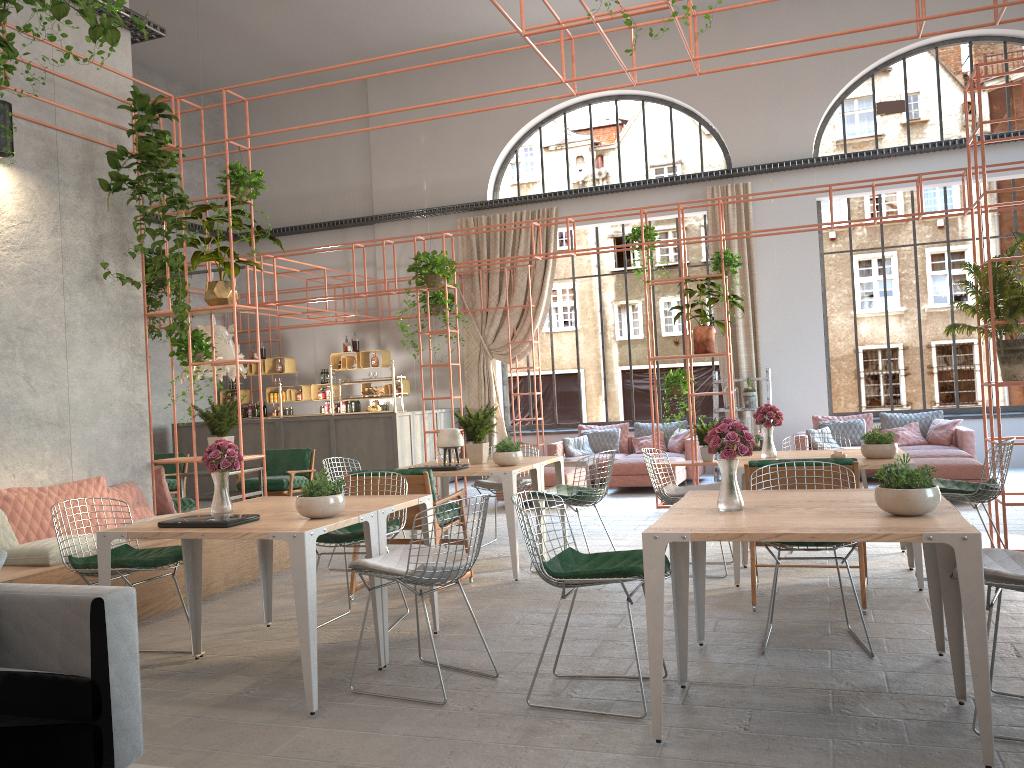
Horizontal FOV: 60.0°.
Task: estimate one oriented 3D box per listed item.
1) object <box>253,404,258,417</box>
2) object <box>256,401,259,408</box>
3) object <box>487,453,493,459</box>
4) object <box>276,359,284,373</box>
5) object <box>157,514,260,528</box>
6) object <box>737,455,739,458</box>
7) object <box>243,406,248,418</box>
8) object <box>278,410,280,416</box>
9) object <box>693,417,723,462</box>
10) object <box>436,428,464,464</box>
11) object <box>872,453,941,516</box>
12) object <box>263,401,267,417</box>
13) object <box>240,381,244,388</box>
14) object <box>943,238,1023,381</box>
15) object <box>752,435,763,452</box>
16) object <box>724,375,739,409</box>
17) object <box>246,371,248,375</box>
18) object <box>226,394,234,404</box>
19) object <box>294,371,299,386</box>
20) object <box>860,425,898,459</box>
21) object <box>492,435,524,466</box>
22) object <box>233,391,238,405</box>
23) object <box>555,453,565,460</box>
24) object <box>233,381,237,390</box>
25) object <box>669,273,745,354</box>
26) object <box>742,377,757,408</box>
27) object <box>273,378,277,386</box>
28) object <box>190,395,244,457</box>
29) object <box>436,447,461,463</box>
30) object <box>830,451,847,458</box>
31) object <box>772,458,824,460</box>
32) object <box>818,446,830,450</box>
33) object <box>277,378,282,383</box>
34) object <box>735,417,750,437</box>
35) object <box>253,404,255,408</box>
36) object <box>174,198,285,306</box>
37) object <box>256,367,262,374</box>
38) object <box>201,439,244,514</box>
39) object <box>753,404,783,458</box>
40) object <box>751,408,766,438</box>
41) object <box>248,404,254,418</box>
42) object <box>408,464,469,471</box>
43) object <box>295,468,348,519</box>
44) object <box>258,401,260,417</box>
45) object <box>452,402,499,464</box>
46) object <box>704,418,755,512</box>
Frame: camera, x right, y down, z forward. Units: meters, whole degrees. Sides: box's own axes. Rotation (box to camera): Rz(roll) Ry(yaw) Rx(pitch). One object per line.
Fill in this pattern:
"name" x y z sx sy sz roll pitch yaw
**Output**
"object" -4.899 0.635 16.082 0.711 0.529 0.084 -3 -1 22
"object" -4.593 0.457 16.053 0.074 0.287 0.072 -2 -1 -39
"object" -0.172 0.654 8.021 0.218 0.041 0.218 -3 -1 28
"object" -4.169 -0.319 15.912 0.137 0.261 0.137 -3 -1 -35
"object" -1.526 0.691 4.473 0.427 0.031 0.268 -3 -1 19
"object" 3.341 1.049 12.944 0.192 0.320 0.208 -3 -1 25
"object" -4.812 0.504 16.036 0.105 0.219 0.073 -3 -1 26
"object" -4.108 0.519 15.796 0.115 0.107 0.115 -3 -1 -14
"object" 2.285 0.642 10.308 0.368 0.527 0.438 -3 -1 19
"object" -0.539 0.547 7.744 0.241 0.313 0.241 -3 -1 -26
"object" 1.599 0.407 3.599 0.252 0.247 0.247 -3 -1 19
"object" -4.489 0.452 16.110 0.074 0.287 0.072 -2 -1 -39
"object" -4.969 0.026 16.250 0.115 0.147 0.115 -3 -1 -26
"object" 3.742 -0.575 6.605 0.894 1.100 0.900 -2 -1 -42
"object" 3.560 0.961 12.836 0.236 0.464 0.225 -3 -1 -2
"object" 3.273 0.116 13.248 0.216 0.500 0.216 -2 -1 -38
"object" -4.796 -0.227 16.142 0.097 0.148 0.097 -3 -1 -7
"object" -5.142 0.286 16.170 0.131 0.207 0.131 -3 -1 -26
"object" -3.854 -0.101 15.849 0.075 0.273 0.075 -3 -1 -14
"object" 2.590 0.412 6.262 0.252 0.247 0.247 -3 -1 19
"object" -0.038 0.538 7.169 0.254 0.247 0.248 -3 -1 19
"object" -5.000 0.252 16.106 0.094 0.248 0.072 -3 -1 19
"object" 0.651 1.062 12.534 0.156 0.145 0.199 -4 -1 34
"object" -5.013 0.026 16.126 0.115 0.147 0.115 -3 -1 -26
"object" 2.315 -0.828 10.363 0.923 0.946 0.924 -3 -1 -15
"object" 3.517 0.126 13.158 0.217 0.457 0.212 -4 -1 36
"object" -4.226 -0.025 15.849 0.083 0.159 0.083 -3 -1 29
"object" -2.434 0.351 7.415 0.368 0.527 0.438 -3 -1 19
"object" -0.566 0.621 7.896 0.210 0.154 0.165 -3 -1 9
"object" 2.380 0.510 6.462 0.115 0.073 0.115 -3 -1 14
"object" 2.040 0.549 6.228 0.427 0.031 0.268 -3 -1 19
"object" 3.980 0.871 11.360 0.156 0.145 0.199 -4 -1 34
"object" -4.140 -0.030 15.818 0.083 0.159 0.083 -3 -1 29
"object" 3.400 0.646 13.074 0.223 0.297 0.223 -4 -1 39
"object" -4.684 0.482 16.073 0.094 0.248 0.072 -3 -1 19
"object" -2.400 -1.119 7.503 0.934 0.947 0.903 -3 -1 -19
"object" -4.544 -0.239 15.978 0.141 0.142 0.123 -3 -1 19
"object" -1.598 0.508 4.900 0.225 0.414 0.213 -3 -1 12
"object" 1.957 0.355 6.755 0.225 0.414 0.213 -3 -1 12
"object" 3.609 0.567 12.966 0.216 0.430 0.219 -3 -1 13
"object" -4.709 0.483 16.006 0.094 0.248 0.072 -3 -1 19
"object" -0.589 0.674 7.136 0.427 0.031 0.268 -3 -1 19
"object" -0.976 0.555 4.507 0.254 0.247 0.248 -3 -1 19
"object" -4.537 0.451 15.946 0.066 0.291 0.066 -3 -1 4
"object" -0.291 0.414 7.541 0.368 0.527 0.438 -3 -1 19
"object" 0.983 0.360 3.990 0.225 0.414 0.213 -3 -1 12
